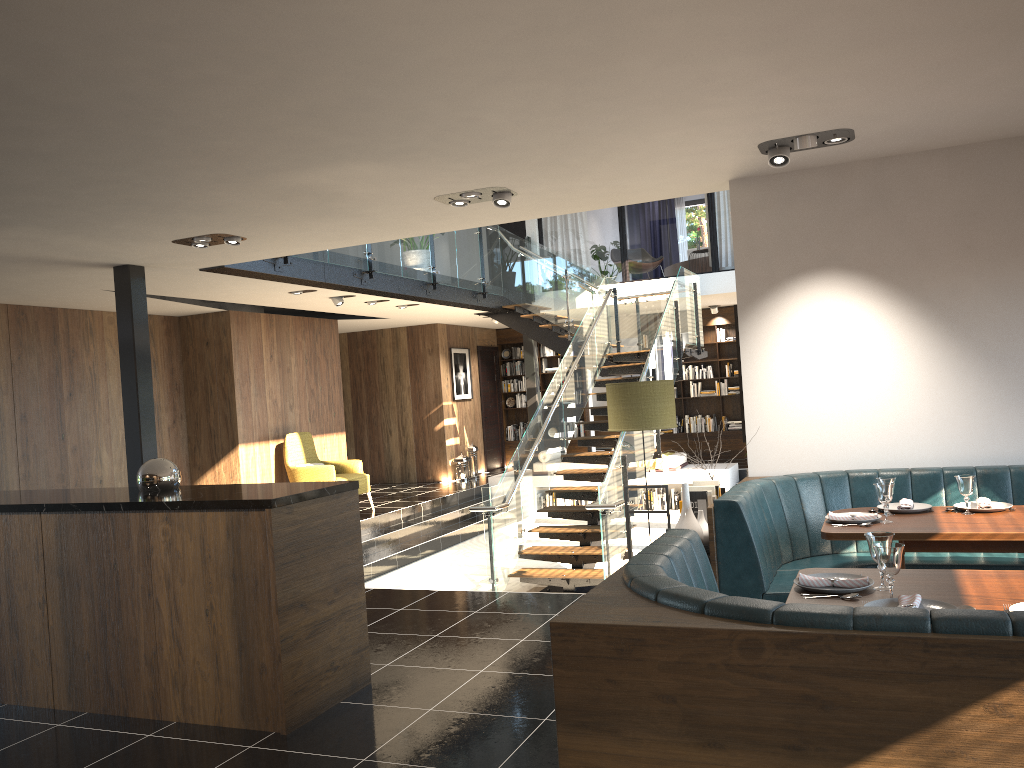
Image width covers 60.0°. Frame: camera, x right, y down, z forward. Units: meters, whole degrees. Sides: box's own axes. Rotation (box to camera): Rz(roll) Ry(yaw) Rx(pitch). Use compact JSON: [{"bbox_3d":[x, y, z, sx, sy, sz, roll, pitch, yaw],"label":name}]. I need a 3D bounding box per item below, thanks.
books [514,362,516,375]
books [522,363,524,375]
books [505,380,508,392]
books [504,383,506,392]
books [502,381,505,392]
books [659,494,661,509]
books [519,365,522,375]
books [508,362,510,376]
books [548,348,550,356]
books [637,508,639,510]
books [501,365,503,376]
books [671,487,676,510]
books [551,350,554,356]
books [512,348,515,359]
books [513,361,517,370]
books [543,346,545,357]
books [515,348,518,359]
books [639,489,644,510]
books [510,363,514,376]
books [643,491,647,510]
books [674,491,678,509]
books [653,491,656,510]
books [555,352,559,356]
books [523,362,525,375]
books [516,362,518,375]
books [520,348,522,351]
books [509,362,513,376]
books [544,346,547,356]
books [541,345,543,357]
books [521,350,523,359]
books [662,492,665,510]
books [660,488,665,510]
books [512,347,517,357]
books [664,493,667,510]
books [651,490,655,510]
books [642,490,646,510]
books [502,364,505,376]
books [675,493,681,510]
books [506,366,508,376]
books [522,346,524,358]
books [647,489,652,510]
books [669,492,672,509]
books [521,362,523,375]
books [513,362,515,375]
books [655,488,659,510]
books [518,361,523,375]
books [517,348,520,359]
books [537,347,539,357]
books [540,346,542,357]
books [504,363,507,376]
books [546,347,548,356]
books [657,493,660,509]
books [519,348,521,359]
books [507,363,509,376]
[{"bbox_3d":[0.088,-0.301,17.239,0.019,0.264,0.175,-4,0,23],"label":"books"},{"bbox_3d":[0.242,-0.295,17.196,0.014,0.230,0.172,-4,0,23],"label":"books"},{"bbox_3d":[-0.087,0.042,17.326,0.022,0.235,0.194,-4,0,23],"label":"books"},{"bbox_3d":[-0.105,0.065,17.366,0.045,0.192,0.164,-4,0,23],"label":"books"},{"bbox_3d":[-0.138,0.051,17.386,0.030,0.224,0.165,-4,0,23],"label":"books"},{"bbox_3d":[2.256,1.774,13.406,0.028,0.231,0.158,-4,0,23],"label":"books"},{"bbox_3d":[0.190,-0.270,17.193,0.025,0.188,0.181,-4,0,23],"label":"books"},{"bbox_3d":[-0.020,-0.295,17.291,0.022,0.267,0.197,-4,0,23],"label":"books"},{"bbox_3d":[0.738,-0.634,17.010,0.027,0.207,0.203,-4,0,23],"label":"books"},{"bbox_3d":[1.924,1.778,13.535,0.030,0.273,0.168,-4,0,23],"label":"books"},{"bbox_3d":[-0.164,-0.258,17.384,0.023,0.215,0.148,-4,0,23],"label":"books"},{"bbox_3d":[2.438,1.720,13.323,0.027,0.312,0.189,-4,0,23],"label":"books"},{"bbox_3d":[0.794,-0.640,16.977,0.034,0.211,0.205,-4,0,23],"label":"books"},{"bbox_3d":[0.055,-0.589,17.242,0.024,0.216,0.210,-4,0,23],"label":"books"},{"bbox_3d":[0.063,-0.311,17.272,0.015,0.287,0.154,-4,0,23],"label":"books"},{"bbox_3d":[0.642,-0.643,17.003,0.013,0.239,0.255,-4,0,23],"label":"books"},{"bbox_3d":[0.106,-0.596,17.248,0.026,0.222,0.202,-4,0,23],"label":"books"},{"bbox_3d":[1.975,1.752,13.499,0.043,0.316,0.209,-4,0,23],"label":"books"},{"bbox_3d":[0.028,-0.286,17.255,0.039,0.243,0.179,-4,0,23],"label":"books"},{"bbox_3d":[2.041,1.771,13.481,0.029,0.268,0.173,-4,0,23],"label":"books"},{"bbox_3d":[2.472,1.746,13.324,0.030,0.256,0.160,-4,0,23],"label":"books"},{"bbox_3d":[2.175,1.760,13.429,0.027,0.270,0.187,-4,0,23],"label":"books"},{"bbox_3d":[0.867,-0.691,16.913,0.015,0.303,0.251,-4,0,23],"label":"books"},{"bbox_3d":[0.261,-0.302,17.194,0.024,0.242,0.144,-4,0,23],"label":"books"},{"bbox_3d":[0.122,-0.298,17.253,0.032,0.255,0.160,-4,0,23],"label":"books"},{"bbox_3d":[0.209,-0.593,17.238,0.025,0.203,0.156,-4,0,23],"label":"books"},{"bbox_3d":[0.004,-0.293,17.286,0.027,0.260,0.181,-4,0,23],"label":"books"},{"bbox_3d":[0.674,-0.664,16.962,0.011,0.276,0.287,-4,0,23],"label":"books"},{"bbox_3d":[0.618,-0.640,17.040,0.033,0.237,0.231,-4,0,23],"label":"books"},{"bbox_3d":[0.228,-0.571,17.200,0.035,0.156,0.186,-4,0,23],"label":"books"},{"bbox_3d":[2.306,1.759,13.362,0.036,0.253,0.177,-4,0,23],"label":"books"},{"bbox_3d":[2.279,1.729,13.390,0.033,0.318,0.152,-4,0,23],"label":"books"},{"bbox_3d":[0.051,-0.597,17.284,0.017,0.234,0.199,-4,0,23],"label":"books"},{"bbox_3d":[2.332,1.756,13.352,0.019,0.256,0.186,-4,0,23],"label":"books"},{"bbox_3d":[2.142,1.754,13.420,0.026,0.287,0.204,-4,0,23],"label":"books"},{"bbox_3d":[2.023,1.765,13.516,0.031,0.284,0.176,-4,0,23],"label":"books"},{"bbox_3d":[-0.151,-0.267,17.358,0.023,0.231,0.143,-4,0,23],"label":"books"},{"bbox_3d":[2.489,1.758,13.283,0.032,0.229,0.228,-4,0,23],"label":"books"},{"bbox_3d":[-0.069,-0.259,17.318,0.025,0.204,0.192,-4,0,23],"label":"books"},{"bbox_3d":[0.253,-0.611,17.170,0.039,0.230,0.205,-4,0,23],"label":"books"},{"bbox_3d":[2.101,1.749,13.468,0.035,0.305,0.151,-4,0,23],"label":"books"},{"bbox_3d":[2.401,1.732,13.354,0.066,0.294,0.142,-4,0,23],"label":"books"},{"bbox_3d":[0.227,-0.299,17.216,0.028,0.240,0.148,-4,0,23],"label":"books"},{"bbox_3d":[0.078,-0.296,17.264,0.018,0.256,0.172,-4,0,23],"label":"books"},{"bbox_3d":[2.207,1.730,13.436,0.029,0.326,0.153,-4,0,23],"label":"books"},{"bbox_3d":[0.166,-0.311,17.215,0.033,0.273,0.189,-4,0,23],"label":"books"},{"bbox_3d":[0.149,-0.596,17.238,0.059,0.216,0.159,-4,0,23],"label":"books"},{"bbox_3d":[0.541,-0.613,17.083,0.024,0.194,0.182,-4,0,23],"label":"books"},{"bbox_3d":[0.590,-0.622,17.039,0.021,0.204,0.224,-4,0,23],"label":"books"},{"bbox_3d":[-0.103,-0.282,17.359,0.066,0.255,0.127,-4,0,23],"label":"books"},{"bbox_3d":[0.710,-0.636,17.003,0.019,0.216,0.214,-4,0,23],"label":"books"},{"bbox_3d":[2.238,1.778,13.433,0.026,0.226,0.132,-4,0,23],"label":"books"},{"bbox_3d":[0.185,-0.596,17.230,0.014,0.212,0.184,-4,0,23],"label":"books"},{"bbox_3d":[-0.044,-0.287,17.305,0.035,0.255,0.183,-4,0,23],"label":"books"}]
